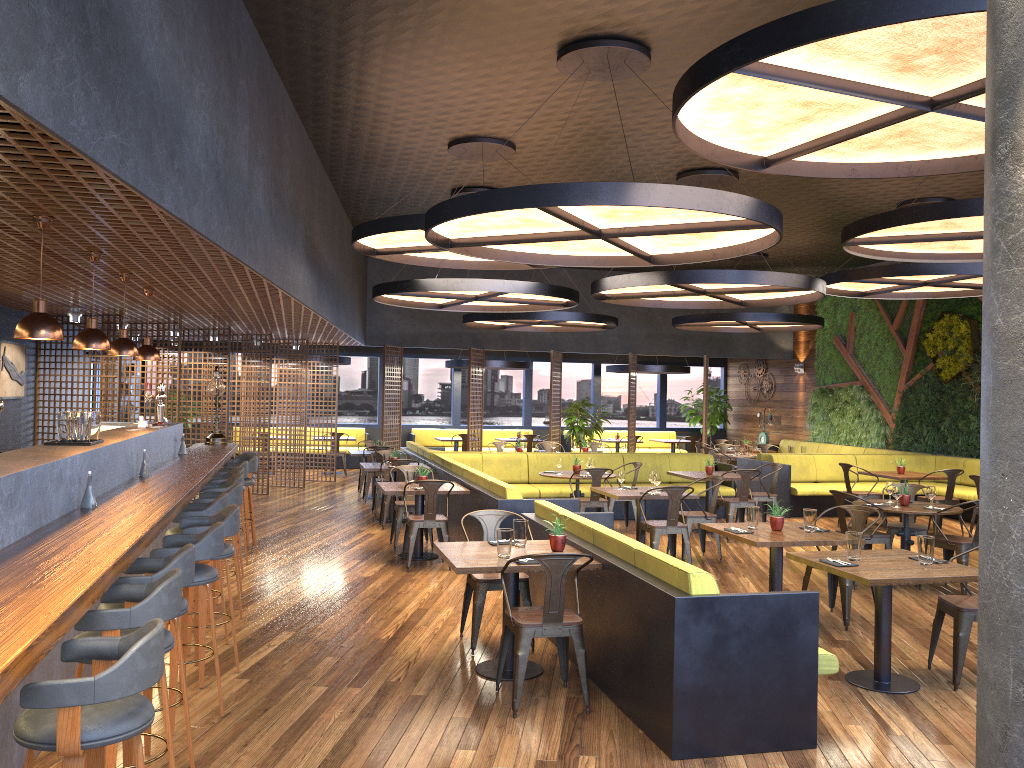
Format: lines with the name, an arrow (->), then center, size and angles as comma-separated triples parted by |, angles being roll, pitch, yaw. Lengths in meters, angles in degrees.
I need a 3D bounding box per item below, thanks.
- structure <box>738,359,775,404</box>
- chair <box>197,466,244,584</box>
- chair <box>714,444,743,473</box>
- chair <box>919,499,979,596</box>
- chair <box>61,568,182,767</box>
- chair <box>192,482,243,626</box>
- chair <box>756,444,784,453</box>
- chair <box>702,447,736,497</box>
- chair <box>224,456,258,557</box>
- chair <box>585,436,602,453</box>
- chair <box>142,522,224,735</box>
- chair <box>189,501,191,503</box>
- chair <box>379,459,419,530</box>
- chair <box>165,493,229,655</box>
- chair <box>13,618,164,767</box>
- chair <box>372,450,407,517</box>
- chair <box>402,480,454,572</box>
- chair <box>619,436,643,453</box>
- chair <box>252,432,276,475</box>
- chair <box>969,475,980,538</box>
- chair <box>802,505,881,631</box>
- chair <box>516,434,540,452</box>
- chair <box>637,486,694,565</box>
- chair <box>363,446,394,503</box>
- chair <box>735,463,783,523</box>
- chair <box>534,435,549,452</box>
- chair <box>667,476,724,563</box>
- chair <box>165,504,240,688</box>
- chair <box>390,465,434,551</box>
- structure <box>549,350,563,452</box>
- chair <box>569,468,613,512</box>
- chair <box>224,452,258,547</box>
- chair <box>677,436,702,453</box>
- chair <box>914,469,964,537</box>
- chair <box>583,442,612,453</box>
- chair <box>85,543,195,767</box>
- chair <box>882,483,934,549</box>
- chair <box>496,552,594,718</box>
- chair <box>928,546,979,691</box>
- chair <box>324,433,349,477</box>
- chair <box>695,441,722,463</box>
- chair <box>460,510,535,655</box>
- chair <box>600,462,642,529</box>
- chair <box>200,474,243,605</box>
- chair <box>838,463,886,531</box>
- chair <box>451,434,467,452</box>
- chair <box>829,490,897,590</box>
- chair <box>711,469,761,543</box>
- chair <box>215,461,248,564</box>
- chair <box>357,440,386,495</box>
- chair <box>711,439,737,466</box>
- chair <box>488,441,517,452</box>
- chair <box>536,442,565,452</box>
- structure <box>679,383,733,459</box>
structure -> 5.974, -0.097, 21.837 | 0.058, 1.178, 1.791 | 1, -1, -14
chair -> -2.719, 1.295, 8.208 | 0.438, 1.048, 0.483 | 1, -1, 1
chair -> 4.077, 1.597, 16.676 | 0.504, 0.917, 0.541 | 1, -1, -13
chair -> 4.206, 1.505, 8.337 | 0.504, 0.917, 0.541 | 2, -1, -32
chair -> -1.549, 1.266, 3.500 | 0.438, 1.048, 0.483 | 2, -1, -42
chair -> -2.317, 1.288, 6.823 | 0.438, 1.048, 0.483 | 1, -1, 15
chair -> 4.920, 1.617, 16.882 | 0.504, 0.917, 0.541 | 1, -1, -13
chair -> 3.663, 1.578, 15.795 | 0.541, 0.917, 0.504 | 1, -1, -13
chair -> -2.992, 1.305, 9.581 | 0.438, 1.048, 0.483 | 1, -1, 15
chair -> 1.830, 1.594, 20.543 | 0.541, 0.917, 0.504 | 1, -1, -13
chair -> -1.792, 1.275, 4.758 | 0.438, 1.048, 0.483 | 1, -1, 15
chair -> -3.819, 1.293, 10.025 | 0.438, 1.048, 0.483 | 2, -1, -42
chair -> -1.488, 1.425, 11.656 | 0.504, 0.917, 0.541 | 1, -1, -13
chair -> -2.208, 1.282, 6.146 | 0.438, 1.048, 0.483 | 2, -1, -42
chair -> -1.311, 1.262, 2.710 | 0.438, 1.048, 0.483 | 2, -1, -42
chair -> -1.784, 1.432, 12.866 | 0.504, 0.917, 0.541 | 1, -1, -13
chair -> -0.861, 1.408, 9.031 | 0.504, 0.917, 0.541 | 1, -1, -13
chair -> 2.668, 1.605, 19.978 | 0.504, 0.917, 0.541 | 1, -1, -13
chair -> -5.049, 1.423, 18.091 | 0.504, 0.917, 0.541 | 1, -1, -13
chair -> 5.873, 1.568, 10.795 | 0.541, 0.917, 0.504 | 1, -1, -13
chair -> 2.690, 1.461, 7.219 | 0.541, 0.917, 0.504 | 2, -1, -36
chair -> 0.334, 1.550, 19.407 | 0.504, 0.917, 0.541 | 1, -1, -13
chair -> 1.548, 1.457, 8.954 | 0.504, 0.917, 0.541 | 1, -1, -13
chair -> -2.153, 1.440, 14.280 | 0.504, 0.917, 0.541 | 1, -1, -13
chair -> 3.365, 1.529, 11.985 | 0.541, 0.917, 0.504 | 1, -1, -13
chair -> 0.760, 1.568, 20.219 | 0.541, 0.917, 0.504 | 1, -1, -13
chair -> 2.051, 1.477, 9.797 | 0.541, 0.917, 0.504 | 1, -1, -13
chair -> -1.925, 1.281, 5.474 | 0.438, 1.048, 0.483 | 1, -1, 6
chair -> -1.157, 1.415, 10.241 | 0.504, 0.917, 0.541 | 1, -1, -13
structure -> 0.906, 0.662, 18.504 | 0.050, 2.700, 0.852 | 1, -1, 16
chair -> 0.966, 1.467, 10.936 | 0.504, 0.917, 0.541 | 1, -1, -13
chair -> -3.142, 1.308, 10.151 | 0.438, 1.048, 0.483 | 1, -1, -22
chair -> 4.056, 1.638, 20.318 | 0.504, 0.917, 0.541 | 1, -1, -13
chair -> 5.744, 1.578, 11.900 | 0.504, 0.917, 0.541 | 1, -1, -13
chair -> 1.576, 1.541, 16.312 | 0.504, 0.917, 0.541 | 1, -1, -13
chair -> -1.703, 1.270, 4.076 | 0.438, 1.048, 0.483 | 2, -1, -42
chair -> 4.122, 1.514, 9.244 | 0.504, 0.917, 0.541 | 1, -1, 26
chair -> 0.189, 1.386, 5.122 | 0.504, 0.917, 0.541 | 1, -1, -13
chair -> 3.038, 1.451, 5.699 | 0.541, 0.917, 0.504 | 1, -1, 5
chair -> -3.660, 1.456, 18.431 | 0.504, 0.917, 0.541 | 1, -1, -13
chair -> 3.927, 1.605, 17.695 | 0.541, 0.917, 0.504 | 1, -1, -13
chair -> -0.111, 1.393, 6.349 | 0.504, 0.917, 0.541 | 1, -1, -13
chair -> 1.430, 1.486, 11.687 | 0.541, 0.917, 0.504 | 1, -1, -13
chair -> -2.530, 1.291, 7.527 | 0.483, 1.048, 0.438 | 1, -1, 37
chair -> 4.871, 1.566, 12.432 | 0.541, 0.917, 0.504 | 1, -1, -13
chair -> -1.055, 1.517, 19.068 | 0.504, 0.917, 0.541 | 1, -1, -13
chair -> 3.381, 1.492, 8.641 | 0.541, 0.917, 0.504 | 1, -1, -13
chair -> 2.842, 1.509, 11.190 | 0.504, 0.917, 0.541 | 1, -1, -13
chair -> -2.909, 1.300, 8.961 | 0.438, 1.048, 0.483 | 2, -1, -42
chair -> -2.444, 1.448, 15.472 | 0.504, 0.917, 0.541 | 1, -1, -13
chair -> 4.457, 1.627, 18.593 | 0.504, 0.917, 0.541 | 1, -1, -13
chair -> -0.179, 1.500, 15.883 | 0.504, 0.917, 0.541 | 1, -1, -13
chair -> 0.702, 1.520, 16.098 | 0.504, 0.917, 0.541 | 1, -1, -13
structure -> 4.978, 1.050, 22.454 | 1.493, 2.184, 1.272 | 1, -1, -14
